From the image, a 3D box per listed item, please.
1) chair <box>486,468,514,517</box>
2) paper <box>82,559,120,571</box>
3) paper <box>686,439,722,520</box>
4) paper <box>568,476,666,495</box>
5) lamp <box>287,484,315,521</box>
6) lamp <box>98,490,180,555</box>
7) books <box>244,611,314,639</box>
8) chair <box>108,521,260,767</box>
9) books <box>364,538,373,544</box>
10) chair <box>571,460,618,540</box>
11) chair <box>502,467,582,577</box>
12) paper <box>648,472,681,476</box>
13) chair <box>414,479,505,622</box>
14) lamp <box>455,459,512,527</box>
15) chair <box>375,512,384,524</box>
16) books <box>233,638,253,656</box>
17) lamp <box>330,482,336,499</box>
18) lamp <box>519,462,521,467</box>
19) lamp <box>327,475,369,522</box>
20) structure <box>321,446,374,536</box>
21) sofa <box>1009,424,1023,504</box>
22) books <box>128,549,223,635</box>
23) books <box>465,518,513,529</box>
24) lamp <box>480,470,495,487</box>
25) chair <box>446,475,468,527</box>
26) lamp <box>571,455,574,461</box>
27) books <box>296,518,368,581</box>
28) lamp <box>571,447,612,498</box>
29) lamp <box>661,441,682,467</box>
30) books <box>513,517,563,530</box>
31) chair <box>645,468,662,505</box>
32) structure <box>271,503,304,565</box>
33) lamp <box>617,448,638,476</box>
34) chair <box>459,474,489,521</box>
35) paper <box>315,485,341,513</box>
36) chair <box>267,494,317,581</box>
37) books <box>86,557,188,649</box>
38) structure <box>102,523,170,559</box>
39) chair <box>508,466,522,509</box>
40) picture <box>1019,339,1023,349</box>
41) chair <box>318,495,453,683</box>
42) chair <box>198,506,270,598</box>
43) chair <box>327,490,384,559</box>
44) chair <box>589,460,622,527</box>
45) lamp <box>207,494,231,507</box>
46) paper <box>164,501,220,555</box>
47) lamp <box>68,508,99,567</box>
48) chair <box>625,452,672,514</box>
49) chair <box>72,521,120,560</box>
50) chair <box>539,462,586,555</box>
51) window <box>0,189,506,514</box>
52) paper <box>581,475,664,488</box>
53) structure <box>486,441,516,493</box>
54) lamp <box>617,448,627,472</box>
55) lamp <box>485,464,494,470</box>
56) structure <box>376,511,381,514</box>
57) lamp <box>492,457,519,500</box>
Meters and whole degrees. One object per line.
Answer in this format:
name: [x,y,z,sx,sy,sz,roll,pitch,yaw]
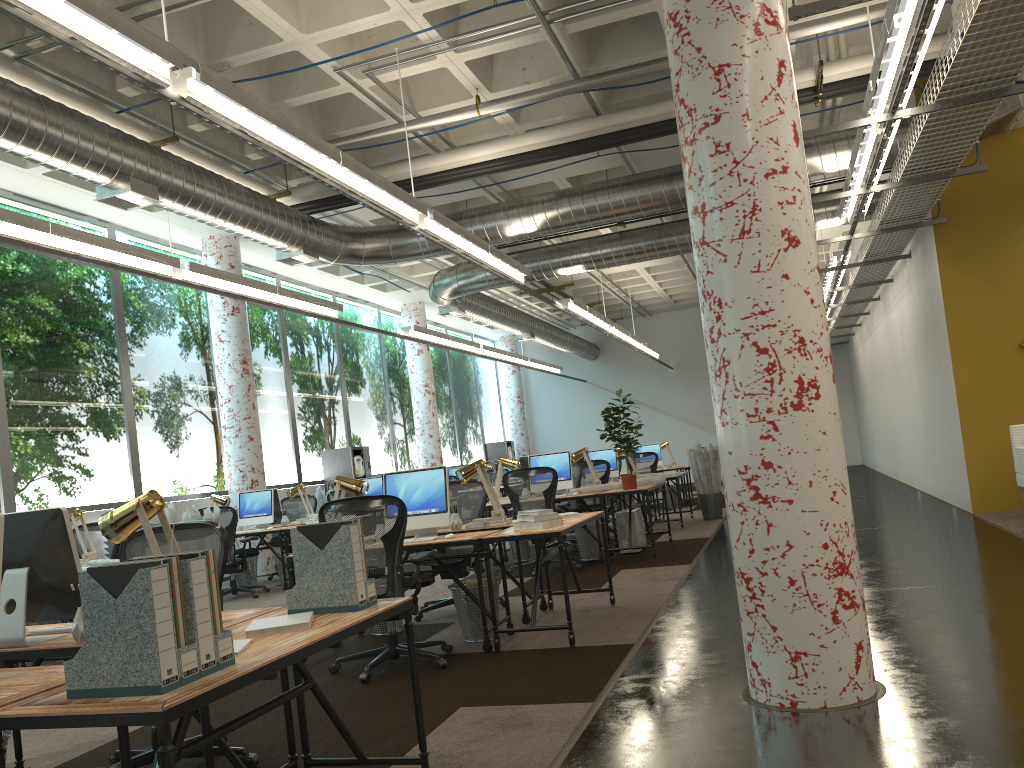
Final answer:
chair: [-0.250,2.467,20.187,0.770,1.083,0.794,-7,-3,1]
paper: [-3.413,1.478,7.190,0.569,0.061,0.626,-8,-5,14]
paper: [2.867,1.395,13.052,0.440,1.196,0.413,-7,-2,-5]
paper: [1.146,1.113,9.703,1.133,0.082,0.083,-6,-4,-8]
lamp: [-2.645,1.580,11.365,0.530,0.609,0.208,-9,-3,36]
lamp: [-1.232,0.677,3.152,0.530,0.609,0.218,-9,-3,36]
books: [-0.759,0.788,2.903,0.200,0.024,0.236,-6,-5,-10]
chair: [-1.539,1.165,3.861,0.770,1.083,0.794,-7,-3,1]
books: [-1.169,1.129,6.269,0.309,0.038,0.226,-8,-5,17]
chair: [1.128,1.588,12.196,0.770,1.083,0.794,-7,-3,1]
chair: [0.264,1.401,9.183,0.770,1.083,0.794,-7,-3,1]
paper: [2.142,1.302,12.711,0.569,0.061,0.626,-8,-5,14]
chair: [-0.467,1.347,7.341,0.770,1.083,0.794,-7,-3,1]
lamp: [-0.160,0.858,6.632,0.530,0.609,0.218,-9,-3,36]
chair: [-2.026,2.224,15.064,0.770,1.083,0.794,-7,-3,1]
books: [-0.901,0.780,2.586,0.243,0.019,0.206,-6,-5,-6]
lamp: [-2.782,1.833,14.015,0.530,0.609,0.208,-9,-3,36]
lamp: [0.417,2.095,21.266,0.530,0.609,0.218,-9,-3,36]
lamp: [-1.226,0.956,6.289,0.530,0.609,0.218,-9,-3,36]
structure: [-2.992,2.100,16.472,0.639,1.807,0.750,-8,-3,17]
sofa: [5.738,0.681,7.518,2.022,0.929,2.858,-8,-5,17]
books: [-0.902,0.613,2.387,0.234,0.310,0.068,-8,-2,17]
books: [-0.173,1.042,6.639,0.309,0.038,0.226,-8,-5,17]
lamp: [-0.542,1.933,18.163,0.530,0.609,0.218,-9,-3,36]
chair: [-1.209,2.305,17.083,0.770,1.083,0.794,-7,-3,1]
lamp: [0.732,1.313,12.936,0.530,0.609,0.208,-9,-3,36]
books: [-0.646,0.656,3.212,0.234,0.310,0.068,-8,-2,17]
lamp: [0.928,1.029,10.259,0.530,0.609,0.208,-9,-3,36]
lamp: [3.064,1.400,17.049,0.530,0.609,0.218,-9,-3,36]
books: [0.169,0.928,5.868,0.273,0.050,0.200,-12,-7,44]
chair: [2.757,1.888,17.758,0.770,1.083,0.794,-7,-3,1]
structure: [-3.670,2.351,14.125,0.504,1.055,1.059,-8,-4,17]
lamp: [1.792,1.216,13.271,0.530,0.609,0.208,-9,-3,36]
chair: [-0.849,2.422,18.872,0.770,1.083,0.794,-7,-3,1]
paper: [-3.051,2.269,14.865,0.440,1.196,0.413,-7,-2,-5]
chair: [-2.949,2.068,12.079,0.770,1.083,0.794,-7,-3,1]
books: [-0.945,0.605,2.246,0.234,0.310,0.068,-8,-2,17]
structure: [-4.624,2.190,11.030,0.504,1.055,1.059,-8,-4,17]
chair: [0.111,2.583,21.975,0.770,1.083,0.794,-7,-3,1]
picture: [5.750,-0.455,9.628,0.425,0.423,0.047,-8,-2,17]
chair: [-0.827,1.230,5.552,0.770,1.083,0.794,-7,-3,1]
chair: [-3.309,1.952,10.290,0.770,1.083,0.794,-7,-3,1]
chair: [-2.386,2.107,13.275,0.770,1.083,0.794,-7,-3,1]
chair: [1.488,1.704,13.984,0.770,1.083,0.794,-7,-3,1]
lamp: [-3.708,1.677,11.026,0.530,0.609,0.218,-9,-3,36]
paper: [-2.688,1.571,7.530,0.440,1.196,0.413,-7,-2,-5]
lamp: [-3.763,1.391,7.750,0.530,0.609,0.208,-9,-3,36]
chair: [2.397,1.772,15.969,0.770,1.083,0.794,-7,-3,1]
chair: [-4.067,1.880,8.463,0.770,1.083,0.794,-7,-3,1]
chair: [0.624,1.518,10.972,0.770,1.083,0.794,-7,-3,1]
window: [-4.224,-0.116,14.557,0.050,3.752,26.229,-7,-5,17]
paper: [1.196,1.121,9.863,1.132,0.082,0.083,-5,-4,-18]
structure: [-0.235,2.564,25.390,0.639,1.807,0.750,-8,-3,17]
lamp: [1.998,1.497,16.706,0.530,0.609,0.218,-9,-3,36]
lamp: [-0.648,2.192,20.923,0.530,0.609,0.218,-9,-3,36]
structure: [-2.493,2.550,17.933,0.504,1.055,1.059,-8,-4,17]
lamp: [-0.135,1.127,9.920,0.530,0.609,0.218,-9,-3,36]
